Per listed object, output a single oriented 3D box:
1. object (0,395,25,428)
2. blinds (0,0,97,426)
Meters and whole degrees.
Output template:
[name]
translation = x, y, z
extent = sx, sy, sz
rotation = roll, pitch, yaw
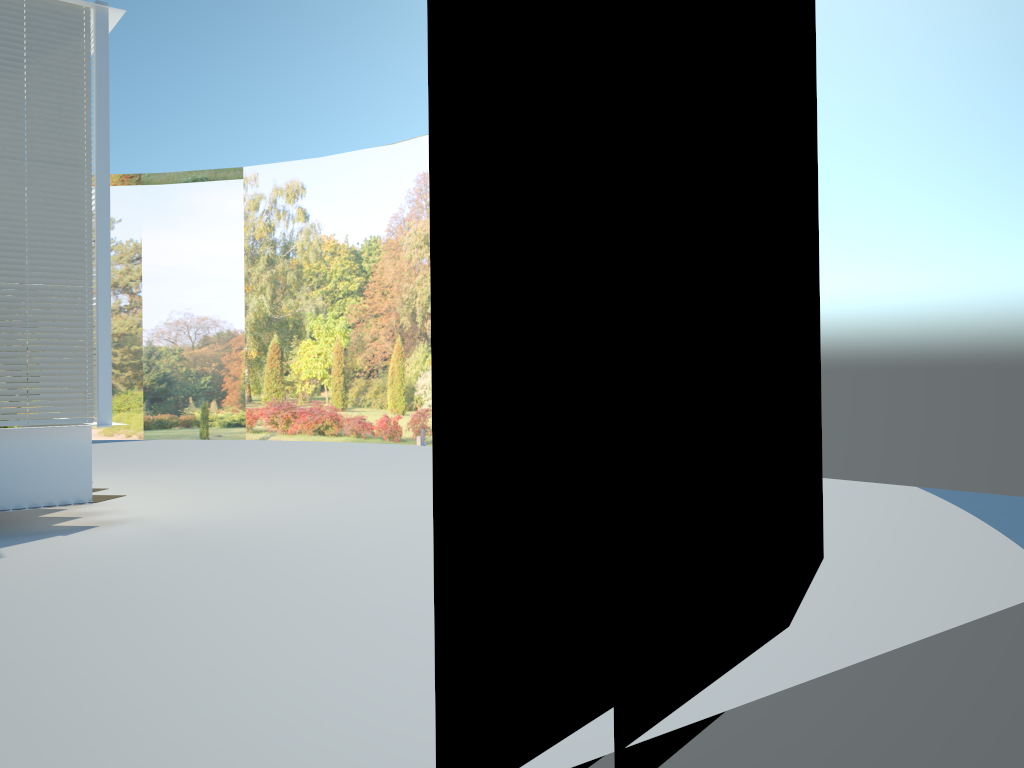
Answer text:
[object]
translation = -6.555, 0.626, 10.863
extent = 1.121, 1.199, 1.026
rotation = -1, 0, 31
[blinds]
translation = -5.234, -1.726, 10.351
extent = 1.219, 4.266, 3.917
rotation = -1, 0, -18
